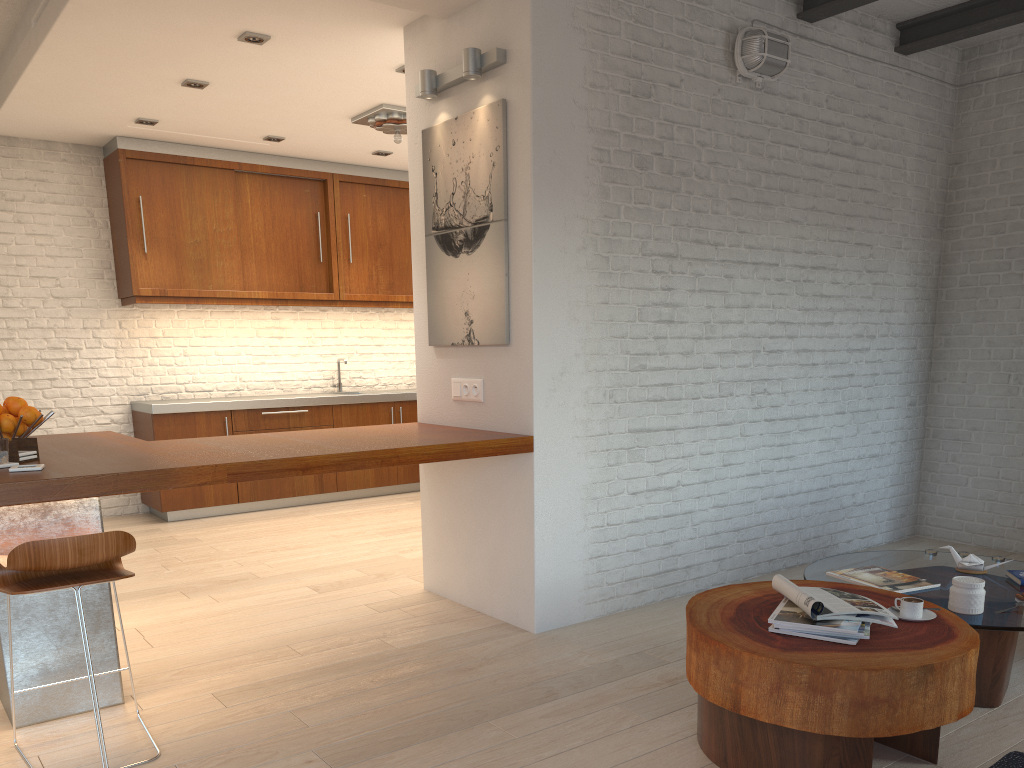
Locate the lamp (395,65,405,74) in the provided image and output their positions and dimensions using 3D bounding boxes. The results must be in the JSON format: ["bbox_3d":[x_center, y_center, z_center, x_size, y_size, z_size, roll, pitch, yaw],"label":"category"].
[{"bbox_3d":[-0.561,-1.759,4.827,0.122,0.056,0.122,-4,5,-37],"label":"lamp"}]

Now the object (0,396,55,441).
[{"bbox_3d":[-1.957,0.163,3.359,0.365,0.228,0.355,1,6,19],"label":"object"}]

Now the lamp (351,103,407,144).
[{"bbox_3d":[-0.767,-1.700,5.832,0.446,0.175,0.443,-4,5,-37],"label":"lamp"}]

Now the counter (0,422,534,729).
[{"bbox_3d":[-1.403,0.718,3.882,2.472,0.946,1.660,-4,6,-36],"label":"counter"}]

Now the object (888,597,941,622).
[{"bbox_3d":[1.281,0.714,2.785,0.145,0.057,0.172,3,5,43],"label":"object"}]

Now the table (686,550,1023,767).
[{"bbox_3d":[1.348,0.955,3.147,1.817,0.459,1.058,-3,4,-31],"label":"table"}]

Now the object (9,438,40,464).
[{"bbox_3d":[-1.796,0.241,3.156,0.094,0.084,0.111,0,6,8],"label":"object"}]

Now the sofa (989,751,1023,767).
[{"bbox_3d":[2.182,0.871,2.234,3.911,0.679,2.048,-3,4,-36],"label":"sofa"}]

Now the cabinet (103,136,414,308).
[{"bbox_3d":[-1.609,-1.253,7.488,3.309,1.199,0.452,-3,11,-36],"label":"cabinet"}]

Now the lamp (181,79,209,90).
[{"bbox_3d":[-1.832,-1.752,5.036,0.122,0.056,0.122,-4,5,-37],"label":"lamp"}]

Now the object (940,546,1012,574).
[{"bbox_3d":[1.831,0.695,3.454,0.194,0.094,0.182,-2,5,-11],"label":"object"}]

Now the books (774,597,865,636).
[{"bbox_3d":[0.963,0.718,2.710,0.252,0.011,0.311,0,3,23],"label":"books"}]

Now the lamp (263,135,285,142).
[{"bbox_3d":[-1.739,-1.809,6.365,0.122,0.056,0.122,-4,5,-37],"label":"lamp"}]

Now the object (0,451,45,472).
[{"bbox_3d":[-1.752,0.270,3.036,0.196,0.036,0.389,-3,3,-33],"label":"object"}]

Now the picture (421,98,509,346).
[{"bbox_3d":[-0.222,-0.694,4.023,0.020,1.045,0.642,-10,13,-37],"label":"picture"}]

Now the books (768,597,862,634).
[{"bbox_3d":[0.955,0.708,2.703,0.251,0.011,0.312,1,3,28],"label":"books"}]

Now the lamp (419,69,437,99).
[{"bbox_3d":[-0.382,-1.369,3.982,0.080,0.107,0.077,-2,9,-8],"label":"lamp"}]

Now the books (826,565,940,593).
[{"bbox_3d":[1.414,0.747,3.336,0.251,0.011,0.312,-2,3,-24],"label":"books"}]

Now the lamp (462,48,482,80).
[{"bbox_3d":[-0.169,-1.359,3.704,0.080,0.107,0.077,-2,9,-8],"label":"lamp"}]

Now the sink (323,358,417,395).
[{"bbox_3d":[-1.240,-0.018,7.912,0.849,0.441,0.508,-4,7,-36],"label":"sink"}]

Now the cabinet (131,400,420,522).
[{"bbox_3d":[-0.551,-0.393,6.905,4.773,2.917,2.206,1,9,17],"label":"cabinet"}]

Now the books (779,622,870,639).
[{"bbox_3d":[0.981,0.728,2.718,0.252,0.011,0.311,0,3,23],"label":"books"}]

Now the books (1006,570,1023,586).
[{"bbox_3d":[2.014,0.735,3.284,0.231,0.023,0.159,0,3,11],"label":"books"}]

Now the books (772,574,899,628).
[{"bbox_3d":[1.011,0.691,2.756,0.273,0.112,0.314,-1,4,-4],"label":"books"}]

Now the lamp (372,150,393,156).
[{"bbox_3d":[-1.025,-1.841,6.884,0.122,0.056,0.122,-4,5,-37],"label":"lamp"}]

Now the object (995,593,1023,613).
[{"bbox_3d":[1.765,0.736,2.955,0.267,0.059,0.153,-4,5,-44],"label":"object"}]

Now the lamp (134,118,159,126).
[{"bbox_3d":[-2.453,-1.778,5.846,0.122,0.056,0.122,-4,5,-37],"label":"lamp"}]

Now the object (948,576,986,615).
[{"bbox_3d":[1.537,0.712,2.944,0.107,0.111,0.105,-4,8,-21],"label":"object"}]

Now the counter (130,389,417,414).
[{"bbox_3d":[-0.672,0.161,6.594,3.300,0.072,3.470,-3,3,-37],"label":"counter"}]

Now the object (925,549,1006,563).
[{"bbox_3d":[1.898,0.718,3.659,0.300,0.028,0.067,1,4,30],"label":"object"}]

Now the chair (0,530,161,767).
[{"bbox_3d":[-1.411,0.840,2.835,0.400,0.797,0.414,-8,13,-36],"label":"chair"}]

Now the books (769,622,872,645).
[{"bbox_3d":[0.970,0.740,2.709,0.251,0.011,0.312,1,3,33],"label":"books"}]

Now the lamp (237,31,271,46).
[{"bbox_3d":[-1.276,-1.728,4.308,0.122,0.056,0.122,-4,5,-37],"label":"lamp"}]

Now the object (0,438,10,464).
[{"bbox_3d":[-1.782,0.234,3.012,0.090,0.087,0.089,-4,8,-22],"label":"object"}]
